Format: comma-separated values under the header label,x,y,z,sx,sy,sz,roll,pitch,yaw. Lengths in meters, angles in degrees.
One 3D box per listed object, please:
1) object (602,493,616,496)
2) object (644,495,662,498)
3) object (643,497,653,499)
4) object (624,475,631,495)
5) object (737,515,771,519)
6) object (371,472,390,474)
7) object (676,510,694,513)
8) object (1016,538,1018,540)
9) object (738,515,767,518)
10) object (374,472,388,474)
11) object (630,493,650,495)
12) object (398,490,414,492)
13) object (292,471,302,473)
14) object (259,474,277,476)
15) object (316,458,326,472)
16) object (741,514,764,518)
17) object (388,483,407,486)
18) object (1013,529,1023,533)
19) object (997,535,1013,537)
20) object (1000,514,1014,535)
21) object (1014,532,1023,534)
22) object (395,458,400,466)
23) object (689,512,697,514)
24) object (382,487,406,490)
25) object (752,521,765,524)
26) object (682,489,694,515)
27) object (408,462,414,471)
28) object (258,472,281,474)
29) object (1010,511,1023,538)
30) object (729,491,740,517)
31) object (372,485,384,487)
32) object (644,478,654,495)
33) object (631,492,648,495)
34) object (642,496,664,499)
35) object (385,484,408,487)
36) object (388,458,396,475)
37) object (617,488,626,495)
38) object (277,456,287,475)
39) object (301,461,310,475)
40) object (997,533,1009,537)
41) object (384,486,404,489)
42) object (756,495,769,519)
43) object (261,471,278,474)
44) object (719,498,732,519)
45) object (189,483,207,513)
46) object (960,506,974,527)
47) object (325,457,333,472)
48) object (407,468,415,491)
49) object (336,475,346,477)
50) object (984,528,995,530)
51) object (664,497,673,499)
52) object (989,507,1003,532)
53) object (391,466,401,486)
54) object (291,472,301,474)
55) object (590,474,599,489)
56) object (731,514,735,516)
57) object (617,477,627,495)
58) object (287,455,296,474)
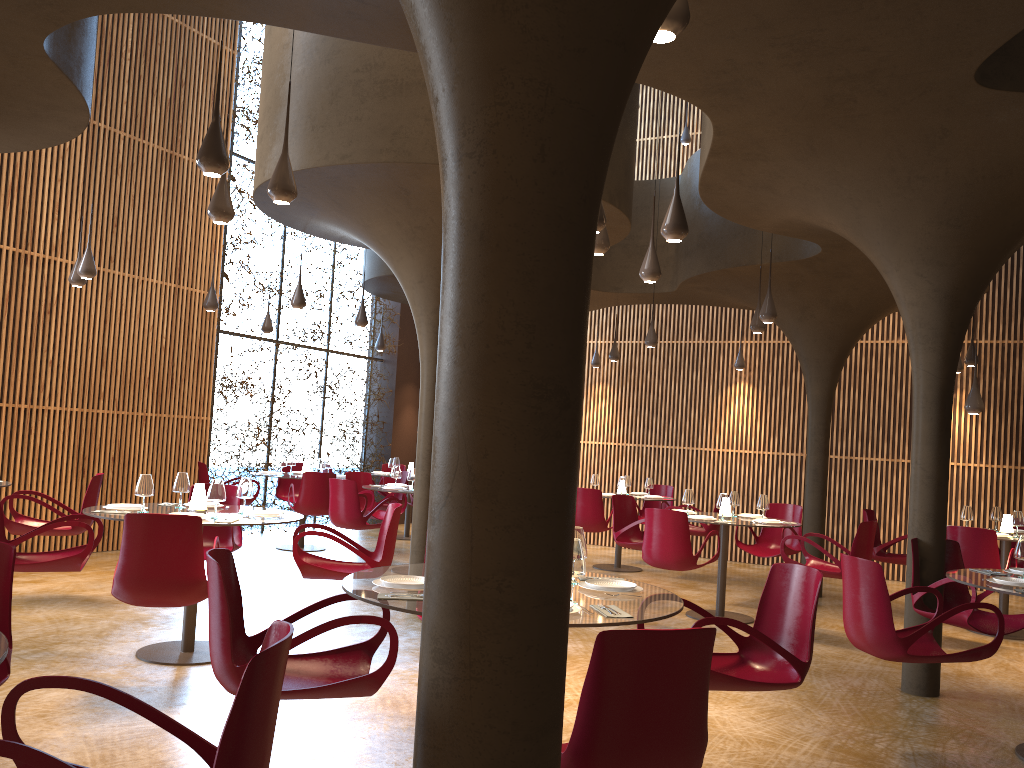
label,x,y,z,sx,sy,sz,roll,pitch,yaw
object,1.410,1.646,13.193,0.263,0.029,0.263,1,-4,34
object,2.132,1.703,13.397,0.263,0.029,0.263,3,-4,7
object,2.129,1.714,13.392,0.204,0.012,0.411,1,-4,35
object,1.812,1.596,14.005,0.142,0.295,0.142,2,-3,29
object,2.834,1.567,10.451,0.410,0.012,0.204,1,-5,35
object,-2.348,1.599,15.848,0.332,0.014,0.332,3,-4,10
object,2.012,1.505,10.437,0.263,0.029,0.263,1,-5,36
object,5.535,1.681,9.578,0.262,0.017,0.126,7,-5,-40
object,2.830,1.565,10.453,0.331,0.014,0.332,3,-4,11
object,-2.348,1.589,15.849,0.263,0.029,0.263,2,-4,16
object,2.025,1.750,14.071,0.331,0.014,0.332,2,-4,27
object,-1.341,1.381,11.418,0.126,0.017,0.262,0,-5,44
object,-3.399,1.422,14.249,0.263,0.029,0.263,5,-4,-24
object,-3.650,1.361,13.282,0.262,0.017,0.126,5,-4,-16
object,-2.902,1.274,13.472,0.142,0.295,0.142,1,-3,44
object,2.831,1.556,10.454,0.263,0.029,0.263,1,-4,30
object,-1.606,1.410,12.382,0.263,0.029,0.263,1,-4,29
object,6.025,1.761,10.622,0.263,0.029,0.263,6,-4,-34
object,5.354,1.678,9.820,0.332,0.014,0.332,6,-4,-34
object,5.701,1.618,10.211,0.144,0.232,0.142,2,-3,24
object,6.025,1.770,10.621,0.332,0.014,0.332,5,-4,-25
object,-2.131,1.505,16.319,0.142,0.295,0.142,2,-3,29
object,2.011,1.514,10.437,0.332,0.014,0.332,6,-4,-35
object,-1.546,1.376,11.640,0.331,0.014,0.332,2,-4,21
object,2.816,1.521,9.767,0.204,0.012,0.411,0,-5,45
object,2.029,1.364,10.209,0.142,0.295,0.142,5,-3,-23
object,-1.826,1.536,16.032,0.144,0.232,0.142,3,-3,4
object,-3.717,1.369,13.577,0.332,0.014,0.332,3,-4,10
object,5.595,1.555,9.817,0.142,0.295,0.142,2,-3,37
object,2.608,1.413,10.426,0.142,0.295,0.142,5,-3,-29
object,-1.833,1.401,12.182,0.126,0.017,0.262,7,-5,-44
object,2.105,1.589,13.632,0.142,0.295,0.142,4,-3,-18
object,2.025,1.740,14.072,0.263,0.029,0.263,0,-5,39
object,2.131,1.713,13.397,0.332,0.014,0.332,6,-5,-38
object,-1.606,1.420,12.382,0.332,0.014,0.332,6,-4,-35
object,-2.131,1.469,15.750,0.142,0.295,0.142,2,-3,28
object,1.695,1.597,13.667,0.142,0.232,0.145,3,-3,14
object,-3.500,1.239,13.479,0.142,0.295,0.142,2,-3,28
object,-3.194,1.306,13.761,0.142,0.232,0.144,4,-3,-6
object,5.355,1.668,9.821,0.263,0.029,0.263,1,-4,34
object,-1.545,1.366,11.641,0.263,0.029,0.263,1,-5,38
object,2.833,1.399,10.009,0.142,0.295,0.142,3,-2,3
object,-3.716,1.359,13.578,0.263,0.029,0.263,3,-4,0
object,2.435,1.413,10.113,0.142,0.232,0.145,3,-3,4
object,-2.526,0.919,7.149,0.142,0.232,0.145,2,-3,22
object,5.306,1.571,10.341,0.142,0.295,0.142,4,-3,-13
object,-2.888,1.306,13.946,0.142,0.295,0.142,4,-3,-21
object,-1.305,1.255,11.661,0.142,0.295,0.142,3,-3,20
object,-2.680,1.440,13.853,0.263,0.029,0.263,2,-4,22
object,5.827,1.780,10.850,0.262,0.017,0.126,7,-5,-44
object,2.335,1.747,13.619,0.262,0.017,0.126,0,-5,39
object,5.800,1.619,10.620,0.142,0.295,0.142,3,-2,11
object,-1.589,1.269,12.154,0.142,0.295,0.142,5,-3,-23
object,-3.399,1.432,14.249,0.331,0.014,0.332,2,-4,21
object,1.279,1.543,13.690,0.142,0.295,0.142,3,-2,1
object,2.609,1.572,10.659,0.126,0.017,0.262,0,-5,39
object,1.643,1.537,13.253,0.142,0.295,0.142,3,-3,21
object,-3.499,1.275,14.048,0.142,0.295,0.142,1,-3,41
